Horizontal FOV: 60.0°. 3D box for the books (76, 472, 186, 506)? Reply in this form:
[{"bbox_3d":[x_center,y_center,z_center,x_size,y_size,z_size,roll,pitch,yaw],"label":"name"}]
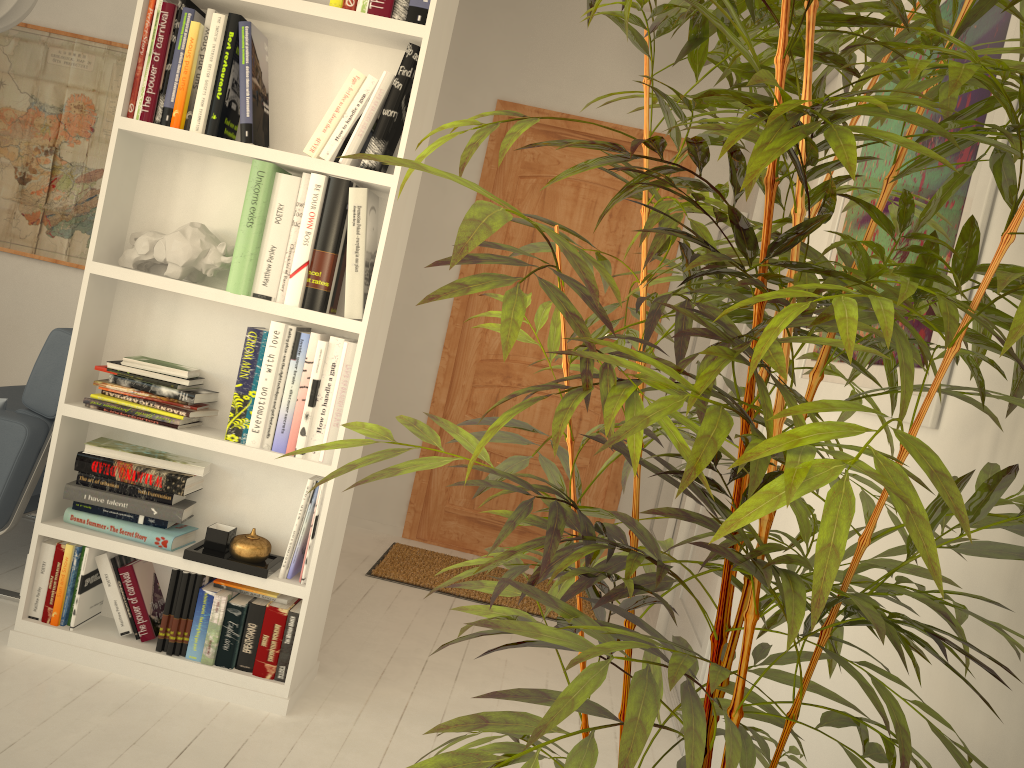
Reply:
[{"bbox_3d":[-0.966,0.258,2.286,0.247,0.039,0.143,13,3,0],"label":"books"}]

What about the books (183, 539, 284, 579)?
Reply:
[{"bbox_3d":[-0.694,0.436,2.224,0.215,0.023,0.130,13,3,3],"label":"books"}]

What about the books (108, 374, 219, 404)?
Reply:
[{"bbox_3d":[-0.878,0.008,2.274,0.235,0.025,0.163,13,3,10],"label":"books"}]

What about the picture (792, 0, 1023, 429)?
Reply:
[{"bbox_3d":[0.740,-0.380,1.689,0.012,0.876,0.822,13,3,3],"label":"picture"}]

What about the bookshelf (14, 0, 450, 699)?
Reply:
[{"bbox_3d":[-0.580,-0.687,2.239,0.710,2.899,0.249,13,3,3],"label":"bookshelf"}]

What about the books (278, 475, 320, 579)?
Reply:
[{"bbox_3d":[-0.524,0.351,2.274,0.034,0.257,0.209,13,3,3],"label":"books"}]

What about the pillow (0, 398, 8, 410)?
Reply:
[{"bbox_3d":[-1.687,0.081,2.539,0.533,0.353,0.141,13,3,3],"label":"pillow"}]

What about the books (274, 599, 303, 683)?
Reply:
[{"bbox_3d":[-0.545,0.641,2.292,0.032,0.176,0.230,13,3,3],"label":"books"}]

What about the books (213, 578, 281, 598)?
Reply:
[{"bbox_3d":[-0.661,0.509,2.258,0.165,0.006,0.103,13,3,3],"label":"books"}]

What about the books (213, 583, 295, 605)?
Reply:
[{"bbox_3d":[-0.649,0.519,2.276,0.193,0.012,0.130,13,3,3],"label":"books"}]

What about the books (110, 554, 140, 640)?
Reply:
[{"bbox_3d":[-0.969,0.538,2.285,0.118,0.192,0.118,13,3,3],"label":"books"}]

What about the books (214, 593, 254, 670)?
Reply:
[{"bbox_3d":[-0.689,0.616,2.288,0.048,0.163,0.209,13,3,3],"label":"books"}]

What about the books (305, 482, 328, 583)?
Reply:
[{"bbox_3d":[-0.473,0.363,2.245,0.011,0.256,0.139,13,3,3],"label":"books"}]

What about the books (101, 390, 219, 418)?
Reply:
[{"bbox_3d":[-0.887,0.046,2.292,0.255,0.014,0.197,13,3,13],"label":"books"}]

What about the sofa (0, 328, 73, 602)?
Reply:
[{"bbox_3d":[-1.598,0.119,3.183,0.964,0.773,1.603,13,3,3],"label":"sofa"}]

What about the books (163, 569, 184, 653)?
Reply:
[{"bbox_3d":[-0.831,0.557,2.293,0.015,0.214,0.202,13,3,3],"label":"books"}]

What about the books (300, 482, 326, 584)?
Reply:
[{"bbox_3d":[-0.481,0.360,2.254,0.007,0.257,0.181,13,3,3],"label":"books"}]

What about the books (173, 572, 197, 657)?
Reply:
[{"bbox_3d":[-0.802,0.564,2.286,0.015,0.214,0.202,13,3,3],"label":"books"}]

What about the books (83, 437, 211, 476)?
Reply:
[{"bbox_3d":[-0.927,0.184,2.297,0.297,0.024,0.162,12,3,-6],"label":"books"}]

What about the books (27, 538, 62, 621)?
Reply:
[{"bbox_3d":[-1.172,0.492,2.310,0.039,0.199,0.185,13,3,3],"label":"books"}]

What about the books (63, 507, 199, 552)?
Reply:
[{"bbox_3d":[-0.967,0.361,2.305,0.297,0.038,0.204,13,3,8],"label":"books"}]

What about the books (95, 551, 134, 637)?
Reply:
[{"bbox_3d":[-0.998,0.527,2.294,0.135,0.200,0.134,13,3,3],"label":"books"}]

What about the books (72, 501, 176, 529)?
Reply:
[{"bbox_3d":[-0.983,0.322,2.305,0.241,0.024,0.168,12,3,-2],"label":"books"}]

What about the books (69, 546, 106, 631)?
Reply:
[{"bbox_3d":[-1.067,0.506,2.295,0.010,0.215,0.193,13,3,3],"label":"books"}]

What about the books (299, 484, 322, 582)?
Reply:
[{"bbox_3d":[-0.488,0.359,2.267,0.008,0.256,0.184,13,3,3],"label":"books"}]

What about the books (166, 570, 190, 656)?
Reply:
[{"bbox_3d":[-0.817,0.561,2.279,0.015,0.214,0.202,13,3,3],"label":"books"}]

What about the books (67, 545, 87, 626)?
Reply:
[{"bbox_3d":[-1.082,0.501,2.311,0.021,0.215,0.174,13,3,3],"label":"books"}]

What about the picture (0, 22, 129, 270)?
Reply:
[{"bbox_3d":[-2.123,-1.100,4.113,0.838,1.052,0.012,13,3,3],"label":"picture"}]

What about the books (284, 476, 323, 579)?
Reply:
[{"bbox_3d":[-0.515,0.353,2.276,0.030,0.256,0.198,13,3,3],"label":"books"}]

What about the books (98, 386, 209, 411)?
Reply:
[{"bbox_3d":[-0.906,0.032,2.273,0.250,0.008,0.135,13,3,0],"label":"books"}]

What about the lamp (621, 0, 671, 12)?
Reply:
[{"bbox_3d":[0.500,-1.575,2.815,0.275,0.767,0.275,12,3,-2],"label":"lamp"}]

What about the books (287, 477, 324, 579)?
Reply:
[{"bbox_3d":[-0.508,0.357,2.240,0.033,0.258,0.130,13,3,3],"label":"books"}]

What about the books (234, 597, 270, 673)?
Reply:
[{"bbox_3d":[-0.640,0.623,2.299,0.050,0.170,0.221,13,3,3],"label":"books"}]

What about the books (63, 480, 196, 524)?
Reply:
[{"bbox_3d":[-0.969,0.294,2.288,0.297,0.039,0.165,12,3,-2],"label":"books"}]

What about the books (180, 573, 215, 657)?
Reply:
[{"bbox_3d":[-0.787,0.567,2.290,0.015,0.214,0.202,13,3,3],"label":"books"}]

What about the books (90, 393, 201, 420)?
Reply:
[{"bbox_3d":[-0.915,0.054,2.268,0.248,0.009,0.171,13,3,6],"label":"books"}]

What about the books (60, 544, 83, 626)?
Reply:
[{"bbox_3d":[-1.099,0.502,2.311,0.012,0.206,0.193,13,3,3],"label":"books"}]

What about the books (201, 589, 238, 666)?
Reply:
[{"bbox_3d":[-0.727,0.600,2.290,0.032,0.176,0.222,13,3,3],"label":"books"}]

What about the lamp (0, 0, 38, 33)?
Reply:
[{"bbox_3d":[-1.895,-1.894,3.147,0.536,1.228,0.535,15,4,37],"label":"lamp"}]

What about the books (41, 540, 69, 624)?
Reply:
[{"bbox_3d":[-1.139,0.495,2.304,0.026,0.206,0.187,13,3,3],"label":"books"}]

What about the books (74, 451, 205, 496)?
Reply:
[{"bbox_3d":[-0.939,0.219,2.285,0.285,0.047,0.185,13,3,3],"label":"books"}]

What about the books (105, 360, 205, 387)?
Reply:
[{"bbox_3d":[-0.899,-0.029,2.275,0.212,0.017,0.165,13,3,1],"label":"books"}]

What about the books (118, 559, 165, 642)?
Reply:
[{"bbox_3d":[-0.938,0.548,2.290,0.131,0.188,0.136,13,3,3],"label":"books"}]

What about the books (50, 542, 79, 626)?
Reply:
[{"bbox_3d":[-1.115,0.498,2.298,0.020,0.210,0.185,13,3,3],"label":"books"}]

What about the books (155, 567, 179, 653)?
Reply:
[{"bbox_3d":[-0.846,0.554,2.286,0.015,0.214,0.202,13,3,3],"label":"books"}]

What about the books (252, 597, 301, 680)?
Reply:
[{"bbox_3d":[-0.589,0.631,2.276,0.056,0.180,0.202,13,3,3],"label":"books"}]

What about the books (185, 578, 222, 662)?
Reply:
[{"bbox_3d":[-0.762,0.591,2.297,0.044,0.179,0.224,13,3,3],"label":"books"}]
